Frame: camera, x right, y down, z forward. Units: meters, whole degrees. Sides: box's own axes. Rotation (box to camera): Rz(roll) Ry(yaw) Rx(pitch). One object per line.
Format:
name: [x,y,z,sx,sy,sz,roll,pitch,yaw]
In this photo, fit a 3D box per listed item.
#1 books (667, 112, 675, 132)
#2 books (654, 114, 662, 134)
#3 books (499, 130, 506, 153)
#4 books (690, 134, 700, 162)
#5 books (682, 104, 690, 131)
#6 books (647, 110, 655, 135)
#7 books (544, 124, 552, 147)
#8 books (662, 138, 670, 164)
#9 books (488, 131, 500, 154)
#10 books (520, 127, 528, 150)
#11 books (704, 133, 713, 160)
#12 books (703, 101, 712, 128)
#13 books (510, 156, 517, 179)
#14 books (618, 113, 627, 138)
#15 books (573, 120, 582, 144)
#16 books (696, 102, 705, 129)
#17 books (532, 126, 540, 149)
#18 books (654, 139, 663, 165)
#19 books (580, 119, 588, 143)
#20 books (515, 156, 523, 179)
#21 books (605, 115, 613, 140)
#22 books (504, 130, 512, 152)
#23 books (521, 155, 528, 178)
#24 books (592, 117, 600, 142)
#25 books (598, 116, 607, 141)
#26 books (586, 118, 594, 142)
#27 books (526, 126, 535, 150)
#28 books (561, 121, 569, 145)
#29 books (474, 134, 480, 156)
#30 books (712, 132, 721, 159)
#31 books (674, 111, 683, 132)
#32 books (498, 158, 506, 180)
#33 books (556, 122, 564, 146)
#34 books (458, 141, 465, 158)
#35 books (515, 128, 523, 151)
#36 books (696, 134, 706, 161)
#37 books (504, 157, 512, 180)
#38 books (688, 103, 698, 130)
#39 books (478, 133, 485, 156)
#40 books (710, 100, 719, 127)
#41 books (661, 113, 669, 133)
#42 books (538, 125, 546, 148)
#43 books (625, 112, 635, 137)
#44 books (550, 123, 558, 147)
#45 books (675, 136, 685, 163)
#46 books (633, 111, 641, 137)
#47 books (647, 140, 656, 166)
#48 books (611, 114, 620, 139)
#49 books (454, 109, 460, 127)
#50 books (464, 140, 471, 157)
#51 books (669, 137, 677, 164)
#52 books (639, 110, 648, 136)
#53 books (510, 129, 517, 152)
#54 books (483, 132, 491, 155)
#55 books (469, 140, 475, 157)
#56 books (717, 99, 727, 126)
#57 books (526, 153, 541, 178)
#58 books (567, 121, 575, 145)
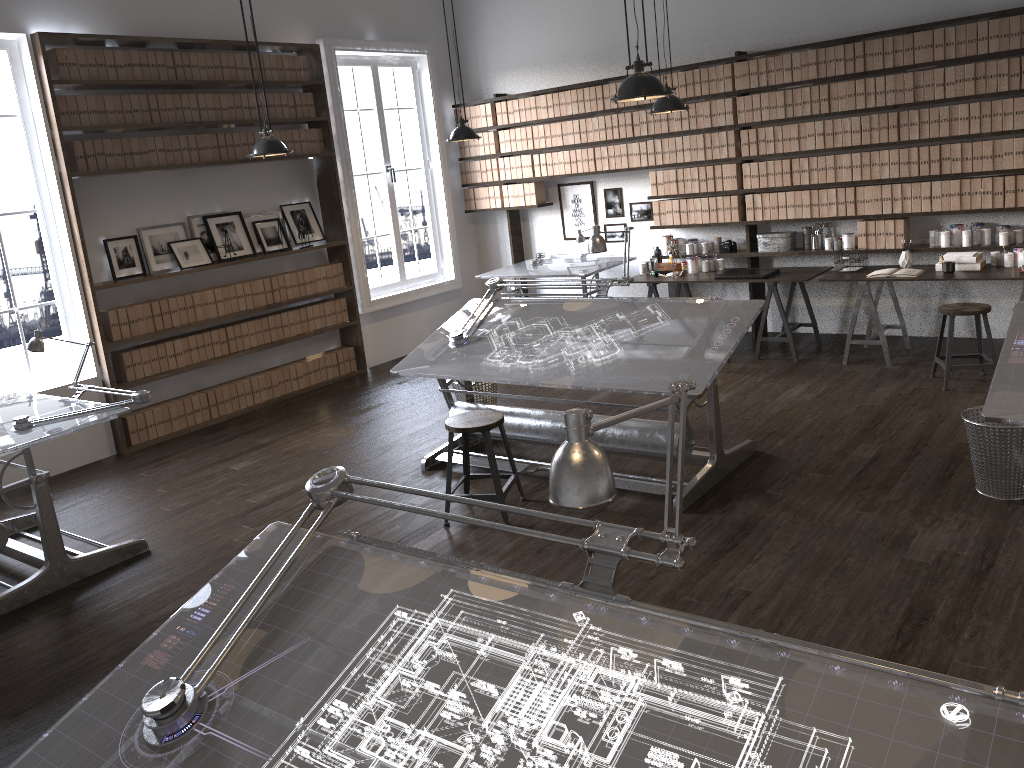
books: [1.456,-2.354,7.877,0.067,0.223,0.176,2,15,37]
books: [1.350,-2.362,7.960,0.067,0.223,0.176,2,15,37]
books: [-0.047,-2.471,9.029,0.067,0.223,0.176,2,15,37]
books: [1.642,-2.083,7.809,0.067,0.223,0.176,2,15,37]
books: [1.561,-2.344,7.792,0.067,0.223,0.176,2,15,37]
books: [1.294,-2.367,8.003,0.067,0.223,0.176,2,15,37]
books: [0.402,-2.437,8.688,0.067,0.223,0.176,2,15,37]
books: [1.425,-2.101,7.978,0.067,0.223,0.176,2,15,37]
books: [-0.153,-2.486,9.112,0.067,0.223,0.176,2,15,37]
books: [0.172,-2.455,8.865,0.067,0.223,0.176,2,15,37]
books: [1.749,-2.075,7.728,0.067,0.223,0.176,2,15,37]
books: [1.727,-2.331,7.664,0.067,0.223,0.176,2,15,37]
books: [0.066,-2.207,9.022,0.067,0.223,0.176,2,15,37]
books: [1.064,-2.385,8.181,0.067,0.223,0.176,2,15,37]
books: [0.669,-2.414,8.477,0.067,0.223,0.176,2,15,37]
books: [1.676,-2.337,7.711,0.067,0.223,0.176,2,15,37]
books: [0.290,-2.446,8.775,0.067,0.223,0.176,2,15,37]
books: [1.367,-2.104,8.018,0.067,0.223,0.176,2,15,37]
books: [0.727,-2.411,8.437,0.067,0.223,0.176,2,15,37]
books: [0.120,-2.202,8.978,0.067,0.223,0.176,2,15,37]
books: [0.949,-2.392,8.260,0.067,0.223,0.176,2,15,37]
books: [0.008,-2.465,8.982,0.067,0.223,0.176,2,15,37]
books: [0.179,-2.197,8.932,0.067,0.223,0.176,2,15,37]
books: [0.837,-2.402,8.351,0.067,0.223,0.176,2,15,37]
books: [0.892,-2.396,8.304,0.067,0.223,0.176,2,15,37]
books: [0.784,-2.407,8.396,0.067,0.223,0.176,2,15,37]
books: [0.227,-2.449,8.816,0.067,0.223,0.176,2,15,37]
books: [0.564,-2.424,8.562,0.067,0.223,0.176,2,15,37]
books: [-0.317,-2.498,9.236,0.067,0.223,0.176,2,15,37]
books: [1.806,-2.071,7.685,0.067,0.223,0.176,2,15,37]
books: [1.505,-2.349,7.838,0.067,0.223,0.176,2,15,37]
books: [-0.051,-2.214,9.103,0.067,0.223,0.176,2,15,37]
books: [0.508,-2.426,8.599,0.067,0.223,0.176,2,15,37]
books: [-0.480,-2.511,9.362,0.067,0.223,0.176,2,15,37]
books: [0.118,-2.458,8.903,0.067,0.223,0.176,2,15,37]
books: [1.692,-2.078,7.765,0.067,0.223,0.176,2,15,37]
books: [0.008,-2.210,9.061,0.067,0.223,0.176,2,15,37]
books: [1.619,-2.341,7.752,0.067,0.223,0.176,2,15,37]
books: [-0.267,-2.493,9.192,0.067,0.223,0.176,2,15,37]
books: [1.783,-2.328,7.626,0.067,0.223,0.176,2,15,37]
books: [1.400,-2.357,7.914,0.067,0.223,0.176,2,15,37]
books: [0.343,-2.440,8.728,0.067,0.223,0.176,2,15,37]
books: [1.119,-2.379,8.131,0.067,0.223,0.176,2,15,37]
books: [0.458,-2.432,8.645,0.067,0.223,0.176,2,15,37]
books: [1.533,-2.091,7.889,0.067,0.223,0.176,2,15,37]
books: [1.182,-2.376,8.090,0.067,0.223,0.176,2,15,37]
books: [1.308,-2.108,8.059,0.067,0.223,0.176,2,15,37]
books: [1.002,-2.389,8.225,0.067,0.223,0.176,2,15,37]
books: [-0.521,-2.777,9.310,0.067,0.223,0.176,2,15,37]
books: [-0.426,-2.505,9.316,0.067,0.223,0.176,2,15,37]
books: [1.479,-2.096,7.934,0.067,0.223,0.176,2,15,37]
books: [1.236,-2.370,8.043,0.067,0.223,0.176,2,15,37]
books: [0.065,-2.461,8.938,0.067,0.223,0.176,2,15,37]
books: [-0.210,-2.490,9.156,0.067,0.223,0.176,2,15,37]
books: [-0.368,-2.501,9.273,0.067,0.223,0.176,2,15,37]
books: [1.832,-2.324,7.587,0.067,0.223,0.176,2,15,37]
books: [0.226,-2.192,8.890,0.067,0.223,0.176,2,15,37]
books: [0.613,-2.419,8.522,0.067,0.223,0.176,2,15,37]
